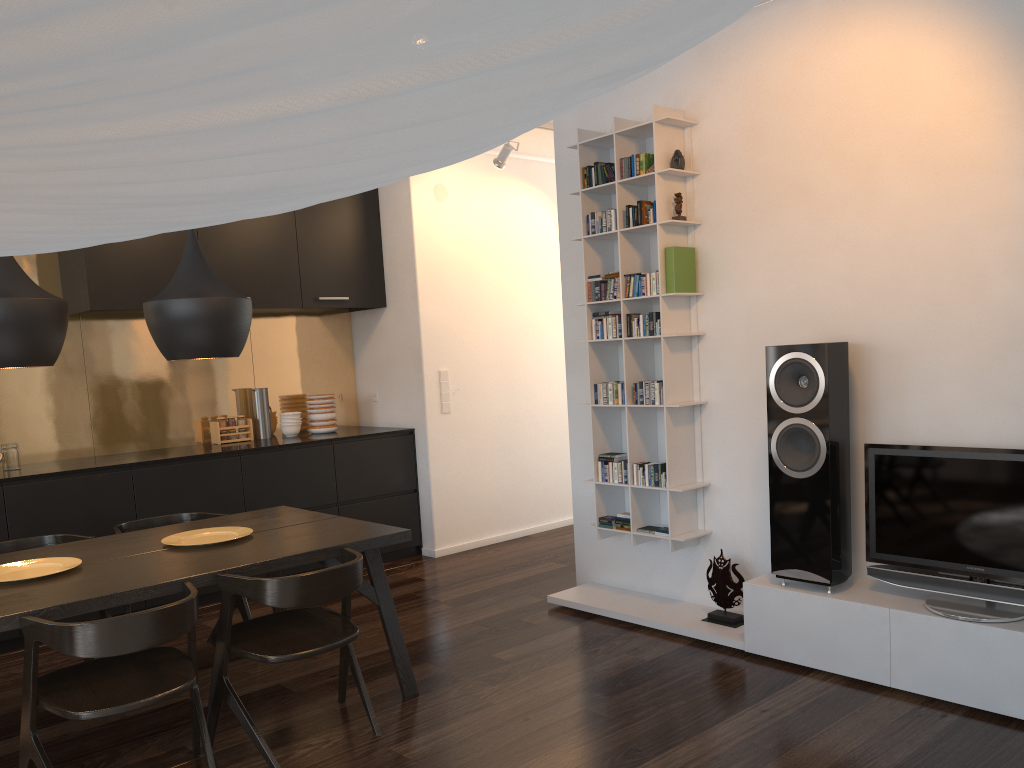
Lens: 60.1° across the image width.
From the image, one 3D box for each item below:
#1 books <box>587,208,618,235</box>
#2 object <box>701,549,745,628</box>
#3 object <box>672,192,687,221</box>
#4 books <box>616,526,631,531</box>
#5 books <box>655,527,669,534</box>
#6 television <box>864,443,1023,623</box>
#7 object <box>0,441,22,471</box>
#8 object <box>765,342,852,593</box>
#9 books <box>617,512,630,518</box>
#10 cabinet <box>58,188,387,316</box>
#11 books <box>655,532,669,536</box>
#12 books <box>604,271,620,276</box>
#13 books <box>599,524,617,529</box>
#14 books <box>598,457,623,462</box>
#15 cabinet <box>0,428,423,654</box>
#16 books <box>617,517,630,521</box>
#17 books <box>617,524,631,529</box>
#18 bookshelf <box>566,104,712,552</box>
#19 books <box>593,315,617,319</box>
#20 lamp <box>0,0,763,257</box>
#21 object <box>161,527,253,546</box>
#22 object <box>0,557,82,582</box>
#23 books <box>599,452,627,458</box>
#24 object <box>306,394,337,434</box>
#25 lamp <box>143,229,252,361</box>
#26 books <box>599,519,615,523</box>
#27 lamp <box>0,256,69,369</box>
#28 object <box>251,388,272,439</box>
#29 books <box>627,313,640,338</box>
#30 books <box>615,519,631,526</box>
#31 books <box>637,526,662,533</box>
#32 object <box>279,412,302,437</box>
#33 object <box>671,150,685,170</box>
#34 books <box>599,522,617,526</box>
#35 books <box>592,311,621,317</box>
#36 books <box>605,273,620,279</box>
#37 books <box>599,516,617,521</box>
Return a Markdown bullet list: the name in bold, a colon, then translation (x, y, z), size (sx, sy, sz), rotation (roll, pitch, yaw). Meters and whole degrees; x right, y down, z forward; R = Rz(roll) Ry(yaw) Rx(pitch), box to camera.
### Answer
- **books**: translation (0.483, -0.800, 4.371), size (0.108, 0.113, 0.221), rotation (-7, 5, -42)
- **object**: translation (0.990, 0.937, 4.121), size (0.121, 0.353, 0.212), rotation (-8, 7, -41)
- **object**: translation (0.776, -0.820, 4.106), size (0.045, 0.141, 0.064), rotation (1, 7, 39)
- **books**: translation (0.589, 0.730, 4.481), size (0.068, 0.016, 0.107), rotation (-5, 3, -42)
- **books**: translation (0.755, 0.713, 4.302), size (0.069, 0.014, 0.093), rotation (-5, 3, -36)
- **television**: translation (1.696, 0.527, 3.217), size (0.344, 0.604, 0.786), rotation (-6, 4, -23)
- **object**: translation (-2.746, 0.393, 4.811), size (0.088, 0.152, 0.175), rotation (-1, 4, 26)
- **object**: translation (1.256, 0.337, 3.658), size (0.279, 1.010, 0.294), rotation (-9, 8, -41)
- **books**: translation (0.589, 0.663, 4.467), size (0.069, 0.014, 0.092), rotation (-5, 3, -42)
- **cabinet**: translation (-1.780, -0.992, 5.626), size (1.946, 1.057, 0.531), rotation (-6, 6, -41)
- **books**: translation (0.756, 0.726, 4.309), size (0.069, 0.014, 0.092), rotation (-5, 3, -42)
- **books**: translation (0.524, -0.545, 4.345), size (0.093, 0.015, 0.111), rotation (-5, 3, -42)
- **books**: translation (0.509, 0.730, 4.565), size (0.074, 0.015, 0.098), rotation (-5, 3, -42)
- **books**: translation (0.506, 0.384, 4.535), size (0.068, 0.023, 0.107), rotation (-5, 3, -42)
- **cabinet**: translation (-2.763, 0.927, 4.733), size (5.040, 0.906, 0.731), rotation (-5, 5, -41)
- **books**: translation (0.589, 0.677, 4.468), size (0.069, 0.014, 0.092), rotation (-5, 3, -42)
- **books**: translation (0.591, 0.715, 4.472), size (0.069, 0.014, 0.092), rotation (-5, 3, -42)
- **bookshelf**: translation (0.625, -0.235, 4.375), size (0.225, 2.090, 0.638), rotation (-9, 8, -42)
- **books**: translation (0.480, -0.337, 4.471), size (0.093, 0.012, 0.111), rotation (-5, 3, -42)
- **lamp**: translation (-0.495, -0.169, 0.266), size (1.469, 0.211, 1.463), rotation (-4, 2, -5)
- **object**: translation (-1.240, 0.626, 3.609), size (0.354, 0.017, 0.355), rotation (-5, 3, -38)
- **object**: translation (-1.737, 0.670, 3.169), size (0.356, 0.017, 0.353), rotation (-2, 2, 29)
- **books**: translation (0.519, 0.365, 4.544), size (0.093, 0.012, 0.111), rotation (-5, 3, -42)
- **object**: translation (-1.325, 0.208, 6.164), size (0.198, 0.266, 0.197), rotation (-1, 5, 23)
- **lamp**: translation (-1.256, -0.372, 3.528), size (0.411, 0.545, 0.408), rotation (-3, 5, 6)
- **books**: translation (0.506, 0.703, 4.563), size (0.069, 0.015, 0.092), rotation (-5, 3, -42)
- **lamp**: translation (-1.775, -0.326, 3.067), size (0.411, 0.545, 0.408), rotation (-1, 5, 25)
- **object**: translation (-1.674, 0.197, 5.956), size (0.163, 0.342, 0.114), rotation (-8, 7, -38)
- **books**: translation (0.595, -0.285, 4.318), size (0.074, 0.116, 0.029), rotation (-8, 7, -41)
- **books**: translation (0.583, 0.697, 4.474), size (0.068, 0.023, 0.107), rotation (-5, 3, -42)
- **books**: translation (0.696, 0.725, 4.409), size (0.093, 0.012, 0.111), rotation (-5, 3, -42)
- **object**: translation (-1.508, 0.275, 6.034), size (0.157, 0.161, 0.153), rotation (-4, 4, -13)
- **object**: translation (0.766, -1.030, 4.086), size (0.064, 0.101, 0.059), rotation (-1, 6, 25)
- **books**: translation (0.509, 0.716, 4.564), size (0.069, 0.014, 0.092), rotation (-5, 3, -42)
- **books**: translation (0.481, -0.353, 4.474), size (0.095, 0.022, 0.111), rotation (-5, 3, -42)
- **books**: translation (0.518, -0.530, 4.342), size (0.068, 0.018, 0.107), rotation (-5, 3, -42)
- **books**: translation (0.510, 0.693, 4.559), size (0.068, 0.009, 0.107), rotation (-5, 3, -42)
